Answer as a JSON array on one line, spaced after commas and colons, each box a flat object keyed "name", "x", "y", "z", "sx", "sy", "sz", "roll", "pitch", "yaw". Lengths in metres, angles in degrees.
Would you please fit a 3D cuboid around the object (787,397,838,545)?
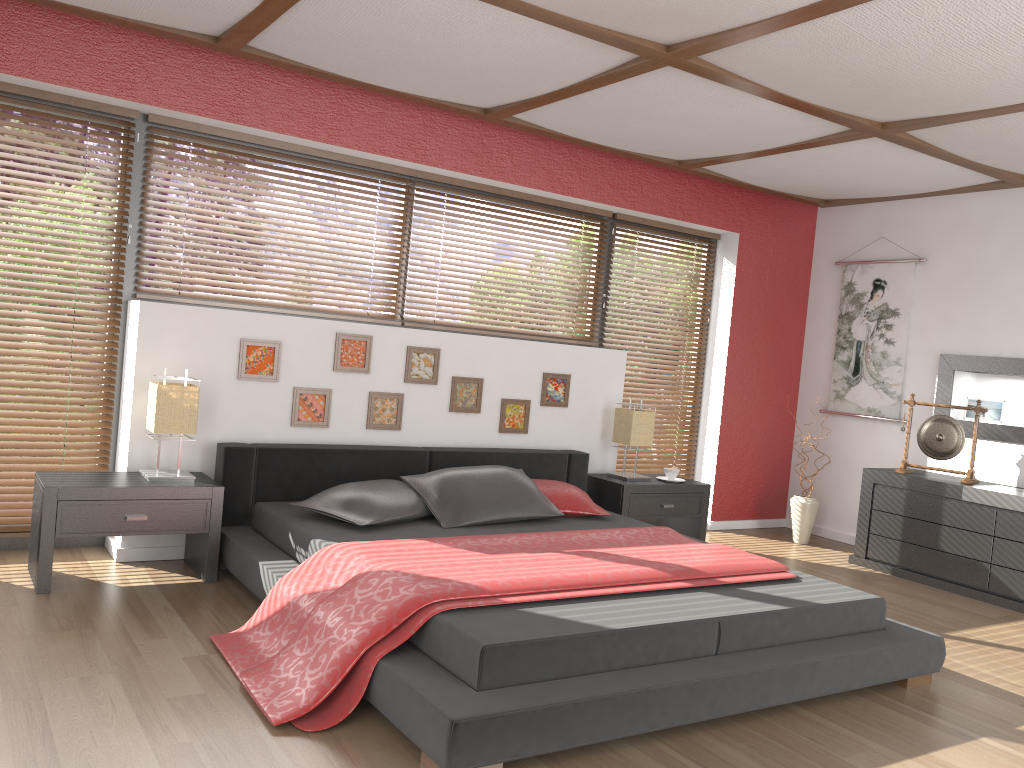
[{"name": "object", "x": 1.984, "y": 0.577, "z": 6.063, "sx": 0.364, "sy": 1.035, "sz": 0.422, "roll": 7, "pitch": 2, "yaw": 32}]

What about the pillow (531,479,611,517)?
[{"name": "pillow", "x": 0.118, "y": 0.594, "z": 4.663, "sx": 0.745, "sy": 0.172, "sz": 0.418, "roll": 5, "pitch": 2, "yaw": -14}]

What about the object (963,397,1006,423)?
[{"name": "object", "x": 2.990, "y": 0.164, "z": 5.616, "sx": 0.226, "sy": 0.146, "sz": 0.041, "roll": 7, "pitch": 2, "yaw": 37}]

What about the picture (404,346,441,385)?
[{"name": "picture", "x": -0.488, "y": -0.100, "z": 4.834, "sx": 0.200, "sy": 0.200, "sz": 0.010, "roll": 4, "pitch": 2, "yaw": -33}]

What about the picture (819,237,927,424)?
[{"name": "picture", "x": 2.507, "y": -0.392, "z": 6.184, "sx": 0.028, "sy": 1.270, "sz": 0.701, "roll": 4, "pitch": 2, "yaw": -33}]

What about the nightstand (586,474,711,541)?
[{"name": "nightstand", "x": 0.817, "y": 0.797, "z": 5.471, "sx": 0.700, "sy": 0.423, "sz": 0.413, "roll": 4, "pitch": 2, "yaw": -33}]

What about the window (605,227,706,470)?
[{"name": "window", "x": 0.952, "y": -0.113, "z": 6.188, "sx": 0.889, "sy": 1.893, "sz": 0.020, "roll": 4, "pitch": 2, "yaw": -33}]

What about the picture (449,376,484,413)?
[{"name": "picture", "x": -0.256, "y": 0.062, "z": 4.999, "sx": 0.200, "sy": 0.200, "sz": 0.010, "roll": 4, "pitch": 2, "yaw": -33}]

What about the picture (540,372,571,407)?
[{"name": "picture", "x": 0.263, "y": 0.037, "z": 5.333, "sx": 0.200, "sy": 0.200, "sz": 0.010, "roll": 4, "pitch": 2, "yaw": -33}]

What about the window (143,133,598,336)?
[{"name": "window", "x": -0.625, "y": -0.767, "z": 5.104, "sx": 2.817, "sy": 0.786, "sz": 0.020, "roll": 4, "pitch": 2, "yaw": -33}]

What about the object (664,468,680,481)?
[{"name": "object", "x": 0.987, "y": 0.561, "z": 5.492, "sx": 0.099, "sy": 0.069, "sz": 0.099, "roll": 5, "pitch": 2, "yaw": -8}]

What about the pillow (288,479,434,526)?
[{"name": "pillow", "x": -0.614, "y": 0.545, "z": 4.120, "sx": 0.418, "sy": 0.172, "sz": 0.745, "roll": 7, "pitch": 2, "yaw": 32}]

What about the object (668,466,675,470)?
[{"name": "object", "x": 0.991, "y": 0.523, "z": 5.498, "sx": 0.007, "sy": 0.007, "sz": 0.192, "roll": 6, "pitch": 2, "yaw": 21}]

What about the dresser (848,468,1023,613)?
[{"name": "dresser", "x": 2.842, "y": 0.909, "z": 4.996, "sx": 0.540, "sy": 0.608, "sz": 1.740, "roll": 4, "pitch": 2, "yaw": -33}]

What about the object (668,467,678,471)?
[{"name": "object", "x": 0.996, "y": 0.524, "z": 5.475, "sx": 0.007, "sy": 0.007, "sz": 0.192, "roll": 6, "pitch": 2, "yaw": 26}]

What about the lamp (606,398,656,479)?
[{"name": "lamp", "x": 0.739, "y": 0.327, "z": 5.424, "sx": 0.200, "sy": 0.480, "sz": 0.200, "roll": 4, "pitch": 2, "yaw": -33}]

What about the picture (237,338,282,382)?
[{"name": "picture", "x": -1.236, "y": -0.116, "z": 4.348, "sx": 0.200, "sy": 0.200, "sz": 0.010, "roll": 4, "pitch": 2, "yaw": -33}]

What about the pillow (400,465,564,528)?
[{"name": "pillow", "x": -0.135, "y": 0.530, "z": 4.326, "sx": 0.744, "sy": 0.241, "sz": 0.386, "roll": 4, "pitch": 3, "yaw": -38}]

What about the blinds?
[{"name": "blinds", "x": -0.645, "y": -0.186, "z": 5.066, "sx": 4.840, "sy": 1.952, "sz": 0.032, "roll": 4, "pitch": 2, "yaw": -33}]

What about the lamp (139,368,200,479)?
[{"name": "lamp", "x": -1.515, "y": 0.170, "z": 3.949, "sx": 0.200, "sy": 0.480, "sz": 0.200, "roll": 4, "pitch": 2, "yaw": -33}]

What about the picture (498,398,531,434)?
[{"name": "picture", "x": 0.017, "y": 0.189, "z": 5.188, "sx": 0.200, "sy": 0.200, "sz": 0.010, "roll": 4, "pitch": 2, "yaw": -33}]

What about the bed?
[{"name": "bed", "x": 0.003, "y": 0.705, "z": 3.740, "sx": 2.469, "sy": 0.577, "sz": 2.413, "roll": 4, "pitch": 2, "yaw": -33}]

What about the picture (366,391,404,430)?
[{"name": "picture", "x": -0.676, "y": 0.145, "z": 4.735, "sx": 0.200, "sy": 0.200, "sz": 0.010, "roll": 4, "pitch": 2, "yaw": -33}]

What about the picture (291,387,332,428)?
[{"name": "picture", "x": -1.019, "y": 0.120, "z": 4.511, "sx": 0.200, "sy": 0.200, "sz": 0.010, "roll": 4, "pitch": 2, "yaw": -33}]

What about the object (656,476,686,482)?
[{"name": "object", "x": 0.984, "y": 0.593, "z": 5.494, "sx": 0.179, "sy": 0.012, "sz": 0.179, "roll": 5, "pitch": 2, "yaw": -8}]

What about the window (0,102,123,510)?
[{"name": "window", "x": -2.307, "y": -0.341, "z": 4.056, "sx": 0.889, "sy": 1.893, "sz": 0.020, "roll": 4, "pitch": 2, "yaw": -33}]

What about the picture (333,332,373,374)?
[{"name": "picture", "x": -0.826, "y": -0.159, "z": 4.610, "sx": 0.200, "sy": 0.200, "sz": 0.010, "roll": 4, "pitch": 2, "yaw": -33}]

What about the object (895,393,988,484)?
[{"name": "object", "x": 2.603, "y": 0.320, "z": 5.383, "sx": 0.490, "sy": 0.498, "sz": 0.173, "roll": 7, "pitch": 3, "yaw": 42}]

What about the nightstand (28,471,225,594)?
[{"name": "nightstand", "x": -1.670, "y": 0.623, "z": 3.844, "sx": 0.700, "sy": 0.423, "sz": 0.413, "roll": 4, "pitch": 2, "yaw": -33}]
